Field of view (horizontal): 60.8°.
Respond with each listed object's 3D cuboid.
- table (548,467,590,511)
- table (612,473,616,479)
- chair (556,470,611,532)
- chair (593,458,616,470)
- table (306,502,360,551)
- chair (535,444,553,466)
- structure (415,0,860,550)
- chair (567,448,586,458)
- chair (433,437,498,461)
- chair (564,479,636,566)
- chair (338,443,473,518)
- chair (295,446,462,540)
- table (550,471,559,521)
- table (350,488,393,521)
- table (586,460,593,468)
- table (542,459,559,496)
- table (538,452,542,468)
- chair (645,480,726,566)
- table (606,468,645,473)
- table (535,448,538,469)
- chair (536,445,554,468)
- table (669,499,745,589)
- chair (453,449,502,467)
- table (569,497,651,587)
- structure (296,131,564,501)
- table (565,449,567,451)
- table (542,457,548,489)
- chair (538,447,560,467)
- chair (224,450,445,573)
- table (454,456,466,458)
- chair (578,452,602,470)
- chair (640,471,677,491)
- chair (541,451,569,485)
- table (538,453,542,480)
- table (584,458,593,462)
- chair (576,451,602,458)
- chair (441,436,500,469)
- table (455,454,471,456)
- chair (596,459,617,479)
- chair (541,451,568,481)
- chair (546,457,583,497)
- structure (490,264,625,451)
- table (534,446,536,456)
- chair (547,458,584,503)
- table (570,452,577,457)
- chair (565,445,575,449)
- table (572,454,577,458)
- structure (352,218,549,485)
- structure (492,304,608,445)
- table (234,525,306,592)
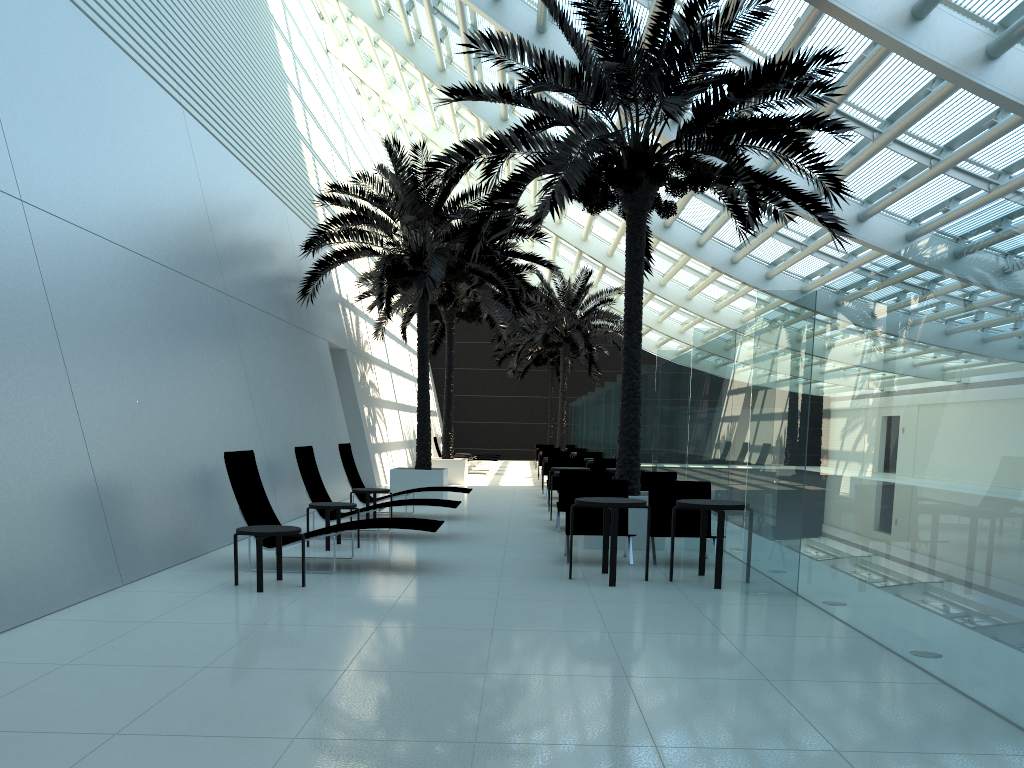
[{"bbox_3d":[1.029,1.876,15.449,0.676,0.790,0.676,4,4,39],"label":"table"},{"bbox_3d":[1.968,1.808,13.824,0.675,0.790,0.677,4,4,43],"label":"table"},{"bbox_3d":[1.014,1.671,12.651,0.716,0.897,0.879,1,2,1],"label":"chair"},{"bbox_3d":[2.023,1.997,18.427,0.716,0.897,0.879,1,2,1],"label":"chair"},{"bbox_3d":[-2.108,1.669,10.271,0.550,0.523,0.552,3,3,43],"label":"table"},{"bbox_3d":[1.317,2.881,35.332,0.716,0.897,0.879,1,2,1],"label":"chair"},{"bbox_3d":[1.474,-1.486,10.623,4.809,7.101,4.400,3,5,19],"label":"structure"},{"bbox_3d":[2.136,2.505,27.943,0.716,0.897,0.879,1,2,1],"label":"chair"},{"bbox_3d":[-1.480,2.303,28.130,2.036,1.171,0.912,1,3,1],"label":"chair"},{"bbox_3d":[0.958,1.504,9.530,0.716,0.897,0.879,1,2,1],"label":"chair"},{"bbox_3d":[-1.669,1.547,13.955,2.036,1.171,0.912,1,3,1],"label":"chair"},{"bbox_3d":[-1.703,1.409,11.386,2.036,1.171,0.912,1,3,1],"label":"chair"},{"bbox_3d":[0.998,1.790,13.834,0.675,0.790,0.677,4,4,43],"label":"table"},{"bbox_3d":[-2.073,1.806,12.840,0.550,0.523,0.552,3,3,43],"label":"table"},{"bbox_3d":[2.045,2.117,19.610,0.675,0.790,0.677,4,4,43],"label":"table"},{"bbox_3d":[1.075,2.099,19.620,0.675,0.790,0.677,4,4,43],"label":"table"},{"bbox_3d":[1.179,2.476,26.684,0.676,0.790,0.676,4,4,39],"label":"table"},{"bbox_3d":[1.890,1.522,9.520,0.716,0.897,0.879,1,2,1],"label":"chair"},{"bbox_3d":[1.998,1.895,15.438,0.676,0.790,0.676,4,4,39],"label":"table"},{"bbox_3d":[1.254,2.778,32.343,0.676,0.790,0.676,4,4,39],"label":"table"},{"bbox_3d":[1.280,2.790,33.637,0.716,0.897,0.879,1,2,1],"label":"chair"},{"bbox_3d":[1.904,1.517,8.352,0.677,0.790,0.674,-2,4,-42],"label":"table"},{"bbox_3d":[-1.410,2.581,33.348,2.036,1.171,0.912,1,3,1],"label":"chair"},{"bbox_3d":[0.934,1.498,8.363,0.677,0.790,0.674,-2,4,-42],"label":"table"},{"bbox_3d":[-1.610,-1.148,16.379,4.639,6.913,4.227,0,5,-21],"label":"structure"},{"bbox_3d":[2.224,2.796,32.333,0.676,0.790,0.676,4,4,39],"label":"table"},{"bbox_3d":[1.104,2.177,21.084,0.676,0.790,0.676,4,4,39],"label":"table"},{"bbox_3d":[1.204,2.487,27.953,0.716,0.897,0.879,1,2,1],"label":"chair"},{"bbox_3d":[-1.738,1.272,8.817,2.036,1.171,0.912,1,3,1],"label":"chair"},{"bbox_3d":[-1.850,2.700,29.584,0.550,0.523,0.552,3,3,43],"label":"table"},{"bbox_3d":[2.062,2.207,22.368,0.716,0.897,0.879,1,2,1],"label":"chair"},{"bbox_3d":[1.946,1.689,12.641,0.716,0.897,0.879,1,2,1],"label":"chair"},{"bbox_3d":[1.129,2.190,22.378,0.716,0.897,0.879,1,2,1],"label":"chair"},{"bbox_3d":[1.151,2.399,25.255,0.675,0.790,0.677,4,4,43],"label":"table"},{"bbox_3d":[2.074,2.195,21.073,0.676,0.790,0.676,4,4,39],"label":"table"},{"bbox_3d":[2.099,2.298,24.062,0.716,0.897,0.879,1,2,1],"label":"chair"},{"bbox_3d":[-1.445,2.440,30.699,2.036,1.171,0.912,1,3,1],"label":"chair"},{"bbox_3d":[-1.814,2.841,32.233,0.550,0.523,0.552,3,3,43],"label":"table"},{"bbox_3d":[1.986,1.906,16.720,0.716,0.897,0.879,1,2,1],"label":"chair"},{"bbox_3d":[1.166,2.280,24.072,0.716,0.897,0.879,1,2,1],"label":"chair"},{"bbox_3d":[1.091,1.980,18.437,0.716,0.897,0.879,1,2,1],"label":"chair"},{"bbox_3d":[1.724,-0.466,29.741,4.824,7.101,4.387,1,5,-6],"label":"structure"},{"bbox_3d":[1.301,3.000,36.514,0.677,0.790,0.674,-2,4,-42],"label":"table"},{"bbox_3d":[1.054,1.888,16.730,0.716,0.897,0.879,1,2,1],"label":"chair"},{"bbox_3d":[2.148,2.494,26.674,0.676,0.790,0.676,4,4,39],"label":"table"},{"bbox_3d":[2.212,2.808,33.627,0.716,0.897,0.879,1,2,1],"label":"chair"},{"bbox_3d":[2.120,2.418,25.245,0.675,0.790,0.677,4,4,43],"label":"table"},{"bbox_3d":[-1.735,-0.863,22.370,4.263,6.973,4.602,4,5,34],"label":"structure"},{"bbox_3d":[1.859,-0.032,37.874,4.455,7.099,4.753,-1,4,-21],"label":"structure"},{"bbox_3d":[-2.142,1.532,7.702,0.550,0.523,0.552,3,3,43],"label":"table"}]
